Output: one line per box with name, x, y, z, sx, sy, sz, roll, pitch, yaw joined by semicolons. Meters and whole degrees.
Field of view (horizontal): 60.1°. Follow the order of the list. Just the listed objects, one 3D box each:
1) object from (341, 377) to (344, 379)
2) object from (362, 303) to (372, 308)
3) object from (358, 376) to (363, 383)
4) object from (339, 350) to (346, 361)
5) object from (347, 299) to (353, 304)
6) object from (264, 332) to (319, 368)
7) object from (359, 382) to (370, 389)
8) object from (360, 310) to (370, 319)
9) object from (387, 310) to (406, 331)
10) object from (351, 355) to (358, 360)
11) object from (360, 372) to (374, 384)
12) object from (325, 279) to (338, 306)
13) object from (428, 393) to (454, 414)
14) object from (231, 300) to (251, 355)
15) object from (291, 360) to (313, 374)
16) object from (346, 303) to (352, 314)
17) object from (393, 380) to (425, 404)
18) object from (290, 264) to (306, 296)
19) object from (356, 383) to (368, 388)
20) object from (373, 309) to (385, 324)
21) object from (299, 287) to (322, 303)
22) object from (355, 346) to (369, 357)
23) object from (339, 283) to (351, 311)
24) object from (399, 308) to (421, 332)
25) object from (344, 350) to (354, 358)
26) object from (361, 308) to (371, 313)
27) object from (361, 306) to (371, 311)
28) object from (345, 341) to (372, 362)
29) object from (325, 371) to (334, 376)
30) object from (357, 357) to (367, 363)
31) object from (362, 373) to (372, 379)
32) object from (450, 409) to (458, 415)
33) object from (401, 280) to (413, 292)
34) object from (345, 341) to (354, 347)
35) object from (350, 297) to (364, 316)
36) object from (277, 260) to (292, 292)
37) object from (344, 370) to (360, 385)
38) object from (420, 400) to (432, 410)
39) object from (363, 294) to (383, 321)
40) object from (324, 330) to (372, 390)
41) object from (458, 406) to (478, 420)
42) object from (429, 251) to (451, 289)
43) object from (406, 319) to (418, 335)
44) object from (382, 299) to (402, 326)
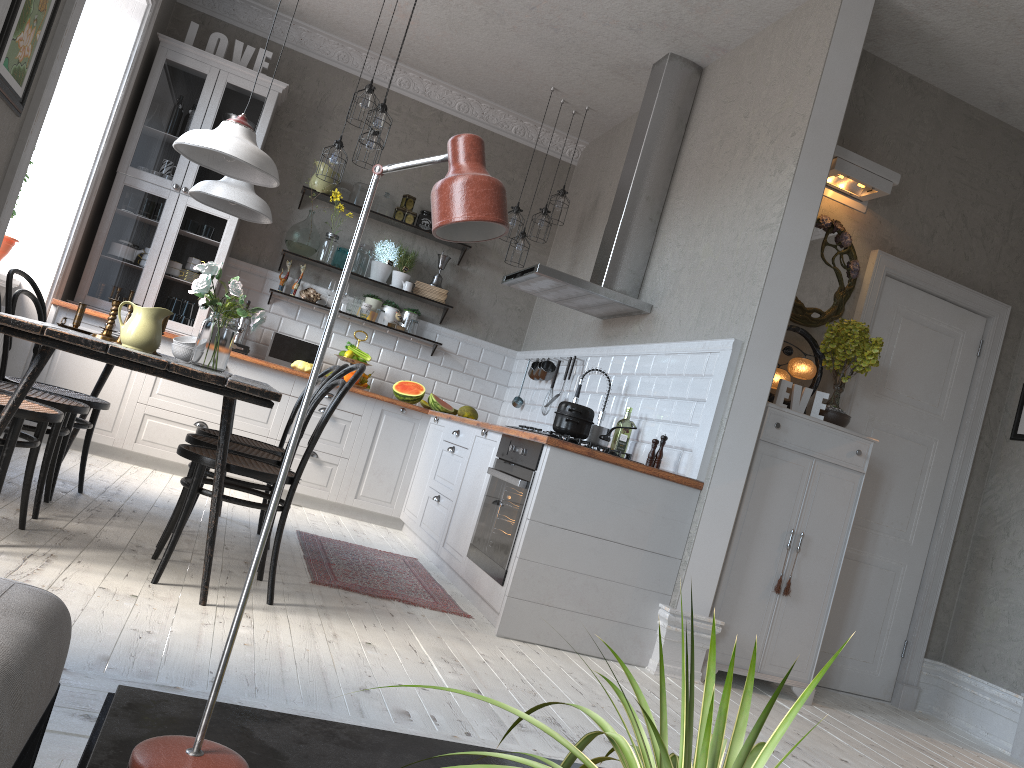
object;-1.258;-0.038;6.448;0.071;0.076;0.224;19;-5;-35
object;-1.085;-0.571;6.606;0.078;0.051;0.076;19;-5;-32
object;-1.131;-0.050;6.440;0.088;0.078;0.088;16;-4;9
object;-1.217;-0.203;6.465;0.097;0.078;0.099;19;-5;-30
object;-1.212;-0.591;6.685;0.078;0.083;0.078;16;-4;0
object;-1.575;-0.215;6.376;0.356;0.226;0.087;18;-5;-18
object;-1.144;-0.008;6.556;0.214;0.044;0.054;15;-4;20
object;-1.102;-0.513;6.601;0.078;0.051;0.076;18;-4;-25
object;-0.858;-0.481;6.733;0.098;0.147;0.121;13;-6;40
object;-1.150;-0.180;6.426;0.064;0.061;0.066;18;-4;-17
object;-1.076;-0.051;6.526;0.061;0.120;0.126;16;-4;7
object;-1.362;-0.674;6.618;0.083;0.217;0.080;19;-5;-31
object;-0.509;0.156;6.477;0.228;0.127;0.145;19;-5;-35
object;-1.887;-0.395;6.176;0.208;0.370;0.348;18;-4;-17
object;-1.448;-0.116;6.209;0.199;0.083;0.187;17;-4;-17
object;-1.222;-0.559;6.683;0.078;0.083;0.078;16;-4;0
object;-0.754;0.058;6.444;0.235;0.174;0.218;16;-4;4
object;-1.572;-0.763;6.529;0.052;0.265;0.062;15;-5;19
object;-1.096;0.008;6.445;0.088;0.051;0.069;14;-5;30
object;-1.003;-0.508;6.691;0.079;0.108;0.076;18;-5;-24
object;-1.491;-0.661;6.533;0.180;0.111;0.094;20;-5;-40
object;-1.117;-0.220;6.537;0.180;0.096;0.088;16;-4;2
object;-1.253;-0.647;6.558;0.083;0.217;0.080;19;-5;-31
object;-0.793;-0.487;6.855;0.161;0.214;0.151;18;-5;-20
object;-1.177;-0.213;6.400;0.059;0.069;0.079;16;-4;2
object;-1.097;-0.530;6.602;0.078;0.051;0.076;18;-4;-25
object;-1.092;-0.546;6.604;0.077;0.051;0.077;16;-4;1
object;-1.120;-0.237;6.465;0.212;0.101;0.066;17;-4;-12
object;-1.310;-0.066;6.451;0.076;0.072;0.153;15;-4;13
object;-1.109;-0.163;6.476;0.098;0.062;0.077;12;-6;45
object;-1.102;-0.065;6.525;0.129;0.056;0.058;18;-5;-25
object;-0.477;0.207;6.670;0.118;0.073;0.204;13;-5;36
object;-0.790;-0.736;6.710;0.105;0.071;0.063;15;-4;12
object;-1.176;-0.276;6.450;0.074;0.058;0.050;20;-5;-40
object;-1.164;-0.576;6.624;0.077;0.140;0.080;12;-6;45
object;-1.673;-0.793;6.511;0.060;0.265;0.054;12;-6;44
object;-1.149;-0.050;6.356;0.109;0.111;0.115;13;-5;40
object;-0.614;0.174;6.724;0.200;0.067;0.102;17;-4;-12
object;-1.081;-0.585;6.738;0.159;0.217;0.153;20;-5;-38
object;-1.157;-0.188;6.481;0.358;0.426;0.345;19;-5;-32
object;-0.331;0.225;6.669;0.129;0.119;0.207;13;-5;35
object;-0.557;-0.882;6.878;0.133;0.288;0.128;19;-5;-32
object;-0.758;-0.433;6.749;0.079;0.108;0.076;18;-5;-24
object;-0.942;-0.536;6.795;0.172;0.214;0.148;15;-4;12
